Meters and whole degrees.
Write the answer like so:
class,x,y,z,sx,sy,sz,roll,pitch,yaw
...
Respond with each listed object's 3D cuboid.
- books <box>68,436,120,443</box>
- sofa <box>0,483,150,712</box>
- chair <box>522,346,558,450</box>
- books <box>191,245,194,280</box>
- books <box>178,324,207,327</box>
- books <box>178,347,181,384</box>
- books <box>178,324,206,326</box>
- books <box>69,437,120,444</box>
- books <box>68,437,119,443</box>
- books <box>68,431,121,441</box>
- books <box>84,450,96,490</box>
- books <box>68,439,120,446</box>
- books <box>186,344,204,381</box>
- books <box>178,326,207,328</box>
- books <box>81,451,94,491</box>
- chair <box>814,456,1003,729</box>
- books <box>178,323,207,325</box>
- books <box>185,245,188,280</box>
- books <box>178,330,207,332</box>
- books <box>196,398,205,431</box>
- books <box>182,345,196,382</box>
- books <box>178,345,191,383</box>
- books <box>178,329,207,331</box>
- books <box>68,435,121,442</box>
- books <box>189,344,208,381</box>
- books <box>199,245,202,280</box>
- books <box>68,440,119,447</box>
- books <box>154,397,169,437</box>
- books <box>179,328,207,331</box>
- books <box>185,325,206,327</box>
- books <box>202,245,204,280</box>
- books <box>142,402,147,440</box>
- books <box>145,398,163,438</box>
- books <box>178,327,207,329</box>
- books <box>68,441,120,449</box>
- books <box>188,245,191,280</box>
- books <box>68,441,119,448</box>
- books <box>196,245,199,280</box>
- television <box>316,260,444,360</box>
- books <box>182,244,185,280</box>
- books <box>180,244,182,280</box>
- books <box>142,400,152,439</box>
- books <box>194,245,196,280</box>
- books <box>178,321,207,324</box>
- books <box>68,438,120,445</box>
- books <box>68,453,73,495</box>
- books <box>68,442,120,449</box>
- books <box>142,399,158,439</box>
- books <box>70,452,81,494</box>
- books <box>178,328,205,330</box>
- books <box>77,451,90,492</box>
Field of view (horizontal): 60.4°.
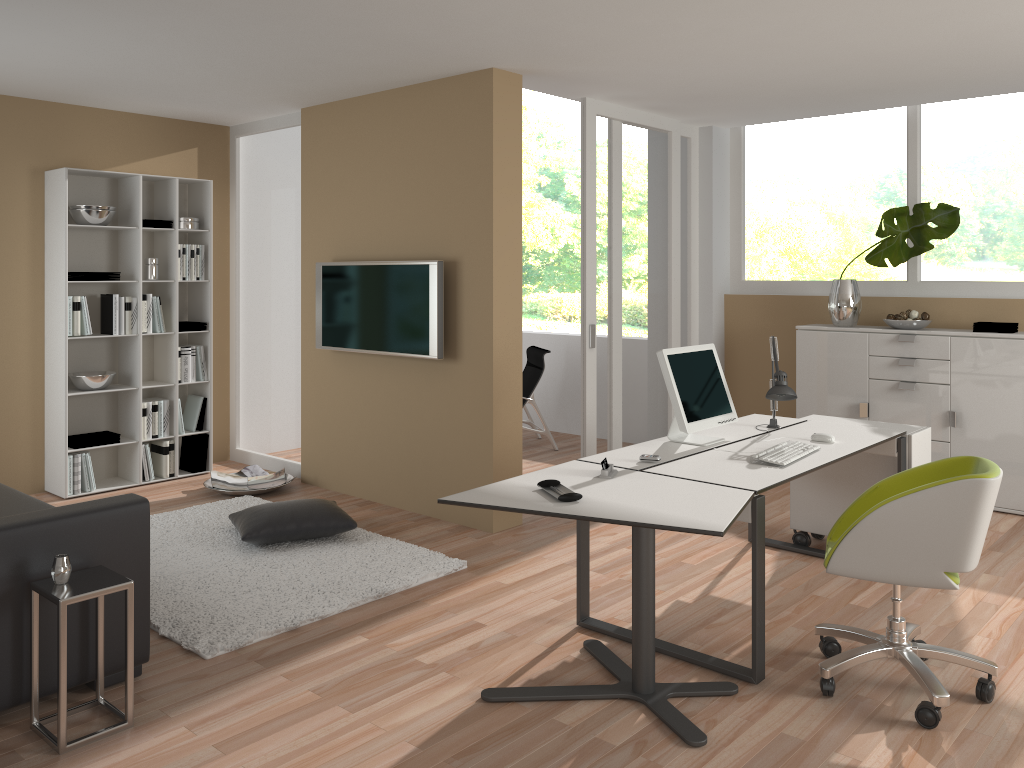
class,x,y,z,sx,sy,sz,roll,pitch,yaw
books,-2.843,0.359,5.945,0.211,0.008,0.298,6,9,41
sofa,-2.433,0.586,3.587,2.265,0.833,0.954,6,7,42
chair,-0.373,0.122,7.408,1.433,0.824,0.696,-1,3,-13
books,-2.379,-0.886,6.425,0.208,0.258,0.020,2,2,42
books,-2.411,-0.434,6.461,0.298,0.008,0.211,6,9,41
books,-2.455,-0.140,6.349,0.208,0.258,0.040,2,2,42
books,-2.411,-0.440,6.461,0.298,0.008,0.211,6,9,41
books,-2.840,0.370,5.941,0.211,0.006,0.298,6,10,42
books,-2.843,0.365,5.945,0.211,0.008,0.298,6,9,41
books,-2.838,0.349,5.946,0.211,0.006,0.298,6,9,41
books,-2.861,0.569,5.904,0.208,0.257,0.058,3,2,42
books,-2.840,0.381,5.944,0.211,0.006,0.298,6,9,41
books,-2.343,-0.157,6.484,0.208,0.259,0.060,3,2,42
books,-2.413,-0.423,6.458,0.298,0.006,0.211,6,9,41
books,-2.860,0.573,5.880,0.208,0.257,0.058,3,2,42
chair,1.389,0.667,3.104,0.598,0.808,0.624,1,3,17
books,-2.412,-0.444,6.456,0.298,0.007,0.211,6,9,41
books,-2.412,-0.882,6.396,0.208,0.258,0.020,2,2,42
books,-2.416,-0.395,6.459,0.298,0.007,0.211,6,9,41
books,-2.343,0.216,6.514,0.211,0.238,0.043,3,2,42
books,-2.380,-0.152,6.448,0.208,0.258,0.040,2,2,42
books,-2.411,-0.146,6.393,0.208,0.258,0.076,3,2,42
books,-2.414,-0.400,6.459,0.298,0.006,0.211,6,9,41
books,-2.838,0.354,5.944,0.211,0.007,0.298,6,9,41
books,-2.325,-0.159,6.502,0.208,0.259,0.060,2,2,42
books,-2.341,-0.892,6.476,0.208,0.258,0.020,2,2,42
books,-2.843,0.387,5.941,0.211,0.007,0.298,6,9,39
books,-2.512,0.235,6.284,0.208,0.258,0.040,2,2,42
books,-2.414,-0.406,6.459,0.298,0.006,0.211,6,9,41
books,-2.415,-0.429,6.458,0.298,0.006,0.211,7,10,43
books,-2.327,-0.894,6.492,0.208,0.258,0.020,2,2,42
books,-2.619,0.251,6.156,0.208,0.258,0.040,2,2,42
books,-2.540,0.239,6.252,0.208,0.258,0.040,3,2,42
books,-2.413,-0.417,6.458,0.298,0.006,0.211,6,9,41
books,-2.841,0.399,5.943,0.211,0.006,0.298,6,9,41
books,-2.398,-0.884,6.412,0.208,0.258,0.020,2,2,42
books,-2.841,0.393,5.943,0.211,0.006,0.298,6,9,41
books,-2.354,-0.890,6.460,0.208,0.258,0.020,2,2,42
television,-0.852,-0.477,5.491,1.177,0.577,0.054,5,3,42
books,-2.425,-0.880,6.380,0.208,0.258,0.020,2,2,42
books,-2.441,-0.878,6.366,0.208,0.258,0.020,2,2,42
books,-2.596,0.247,6.191,0.208,0.258,0.040,2,2,42
books,-2.370,-0.888,6.445,0.208,0.258,0.020,2,2,42
books,-2.411,-0.450,6.456,0.298,0.006,0.211,6,9,41
books,-2.840,0.376,5.944,0.211,0.006,0.298,6,9,41
books,-2.948,0.584,5.793,0.208,0.258,0.040,3,2,42
books,-2.841,0.404,5.941,0.211,0.007,0.298,6,9,41
books,-2.567,0.243,6.221,0.208,0.258,0.040,2,2,42
books,-2.913,0.580,5.825,0.208,0.258,0.040,2,2,42
books,-2.416,-0.412,6.460,0.298,0.007,0.211,6,9,40
books,-2.881,0.574,5.863,0.208,0.259,0.060,2,2,42
